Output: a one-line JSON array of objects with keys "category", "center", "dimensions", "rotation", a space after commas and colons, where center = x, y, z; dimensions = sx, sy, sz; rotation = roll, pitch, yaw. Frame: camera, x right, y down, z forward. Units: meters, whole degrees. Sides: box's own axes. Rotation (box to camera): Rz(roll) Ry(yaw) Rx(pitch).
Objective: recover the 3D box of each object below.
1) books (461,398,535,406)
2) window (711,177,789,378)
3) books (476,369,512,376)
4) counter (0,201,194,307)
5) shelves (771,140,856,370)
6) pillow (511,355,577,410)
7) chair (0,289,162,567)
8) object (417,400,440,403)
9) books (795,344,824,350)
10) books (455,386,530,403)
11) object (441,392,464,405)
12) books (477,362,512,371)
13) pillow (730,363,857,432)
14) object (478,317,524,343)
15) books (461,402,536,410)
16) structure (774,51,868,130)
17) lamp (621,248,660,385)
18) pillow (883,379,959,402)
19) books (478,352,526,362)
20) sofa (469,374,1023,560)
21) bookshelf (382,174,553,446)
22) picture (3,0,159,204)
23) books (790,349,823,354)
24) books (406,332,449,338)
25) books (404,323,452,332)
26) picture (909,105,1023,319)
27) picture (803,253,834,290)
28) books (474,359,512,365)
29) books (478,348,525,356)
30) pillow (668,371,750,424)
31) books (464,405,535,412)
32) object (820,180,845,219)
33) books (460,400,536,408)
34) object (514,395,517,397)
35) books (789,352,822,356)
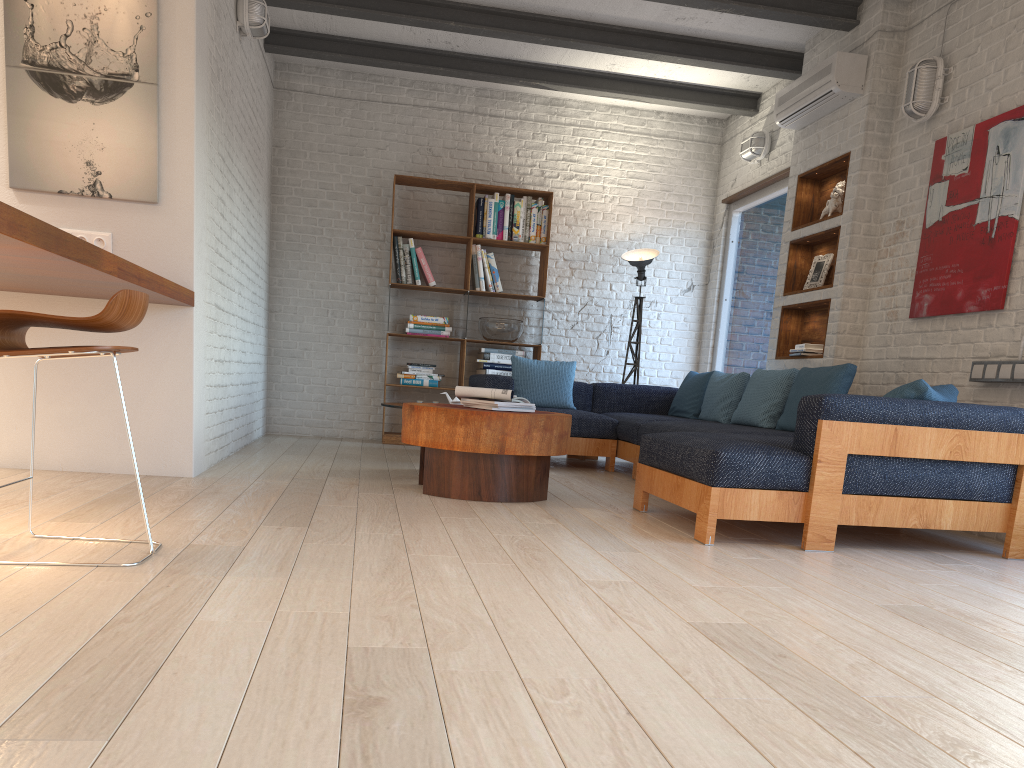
[{"category": "books", "center": [-0.075, 0.094, 4.552], "dimensions": [0.253, 0.011, 0.313], "rotation": [4, 0, -35]}, {"category": "window", "center": [3.233, -2.393, 1.622], "dimensions": [0.648, 6.519, 12.096], "rotation": [2, 3, -9]}, {"category": "books", "center": [-0.101, -0.086, 7.683], "dimensions": [0.380, 0.066, 0.239], "rotation": [4, 1, -23]}, {"category": "counter", "center": [-2.222, -0.033, 3.016], "dimensions": [1.689, 0.937, 2.449], "rotation": [4, 1, -10]}, {"category": "shelves", "center": [2.084, -0.775, 5.847], "dimensions": [0.192, 1.459, 0.748], "rotation": [2, 8, -9]}, {"category": "pillow", "center": [0.247, -0.004, 6.905], "dimensions": [0.556, 0.418, 0.217], "rotation": [3, 8, -11]}, {"category": "chair", "center": [-1.266, 0.114, 2.538], "dimensions": [0.423, 0.792, 0.393], "rotation": [3, 8, -10]}, {"category": "object", "center": [-0.503, 0.125, 5.819], "dimensions": [0.302, 0.028, 0.067], "rotation": [4, 1, -32]}, {"category": "books", "center": [2.019, -0.248, 5.918], "dimensions": [0.132, 0.034, 0.202], "rotation": [4, 0, 0]}, {"category": "books", "center": [-0.099, 0.079, 4.624], "dimensions": [0.320, 0.111, 0.270], "rotation": [5, 2, 23]}, {"category": "object", "center": [-0.351, 0.104, 5.665], "dimensions": [0.186, 0.093, 0.191], "rotation": [5, 2, 16]}, {"category": "books", "center": [-0.121, -0.149, 7.656], "dimensions": [0.327, 0.057, 0.250], "rotation": [4, 1, -15]}, {"category": "pillow", "center": [1.681, 0.087, 5.298], "dimensions": [0.255, 0.424, 1.188], "rotation": [3, 1, -10]}, {"category": "object", "center": [-0.101, -0.462, 7.639], "dimensions": [0.399, 0.206, 0.398], "rotation": [6, 3, 32]}, {"category": "books", "center": [-0.074, 0.116, 4.583], "dimensions": [0.252, 0.011, 0.313], "rotation": [4, 0, -40]}, {"category": "structure", "center": [1.966, -1.873, 5.623], "dimensions": [0.200, 0.223, 0.799], "rotation": [3, 1, -9]}, {"category": "lamp", "center": [1.242, -0.245, 7.517], "dimensions": [0.504, 1.886, 0.849], "rotation": [-3, 11, -37]}, {"category": "pillow", "center": [1.789, 0.148, 3.987], "dimensions": [0.371, 0.335, 0.562], "rotation": [8, 5, 41]}, {"category": "books", "center": [-0.096, -0.229, 7.675], "dimensions": [0.380, 0.066, 0.239], "rotation": [4, 1, -15]}, {"category": "sofa", "center": [0.932, 0.326, 5.429], "dimensions": [2.083, 0.673, 3.876], "rotation": [4, 0, -10]}, {"category": "bookshelf", "center": [-0.409, -0.547, 7.540], "dimensions": [1.320, 2.252, 0.354], "rotation": [3, 10, -10]}, {"category": "picture", "center": [-1.978, -1.397, 4.021], "dimensions": [0.656, 1.038, 0.019], "rotation": [3, 10, -10]}, {"category": "books", "center": [2.016, -0.221, 5.916], "dimensions": [0.171, 0.019, 0.232], "rotation": [4, 0, -8]}, {"category": "books", "center": [-0.735, -0.415, 7.528], "dimensions": [0.356, 0.021, 0.267], "rotation": [4, 0, -10]}, {"category": "books", "center": [-0.726, -0.481, 7.503], "dimensions": [0.380, 0.037, 0.239], "rotation": [4, 0, -16]}, {"category": "picture", "center": [2.364, -0.850, 4.524], "dimensions": [0.019, 0.980, 0.726], "rotation": [2, 7, -9]}, {"category": "picture", "center": [2.085, -0.754, 5.902], "dimensions": [0.102, 0.250, 0.189], "rotation": [1, 7, -19]}, {"category": "books", "center": [-0.104, -0.187, 7.664], "dimensions": [0.445, 0.021, 0.267], "rotation": [4, 0, -10]}, {"category": "books", "center": [-0.096, -0.281, 7.661], "dimensions": [0.380, 0.037, 0.240], "rotation": [4, 0, -10]}, {"category": "pillow", "center": [1.476, 0.095, 6.613], "dimensions": [0.244, 0.405, 1.085], "rotation": [3, 2, -11]}, {"category": "books", "center": [-0.070, 0.127, 4.570], "dimensions": [0.253, 0.011, 0.312], "rotation": [4, 0, -30]}, {"category": "object", "center": [2.117, -1.195, 5.725], "dimensions": [0.112, 0.248, 0.211], "rotation": [4, 6, -2]}, {"category": "books", "center": [-0.076, 0.105, 4.562], "dimensions": [0.252, 0.011, 0.313], "rotation": [4, 0, -40]}, {"category": "object", "center": [-0.025, 0.120, 5.174], "dimensions": [0.108, 0.110, 0.106], "rotation": [5, 5, 6]}, {"category": "books", "center": [2.005, -0.196, 5.931], "dimensions": [0.162, 0.017, 0.248], "rotation": [4, 0, 0]}]
